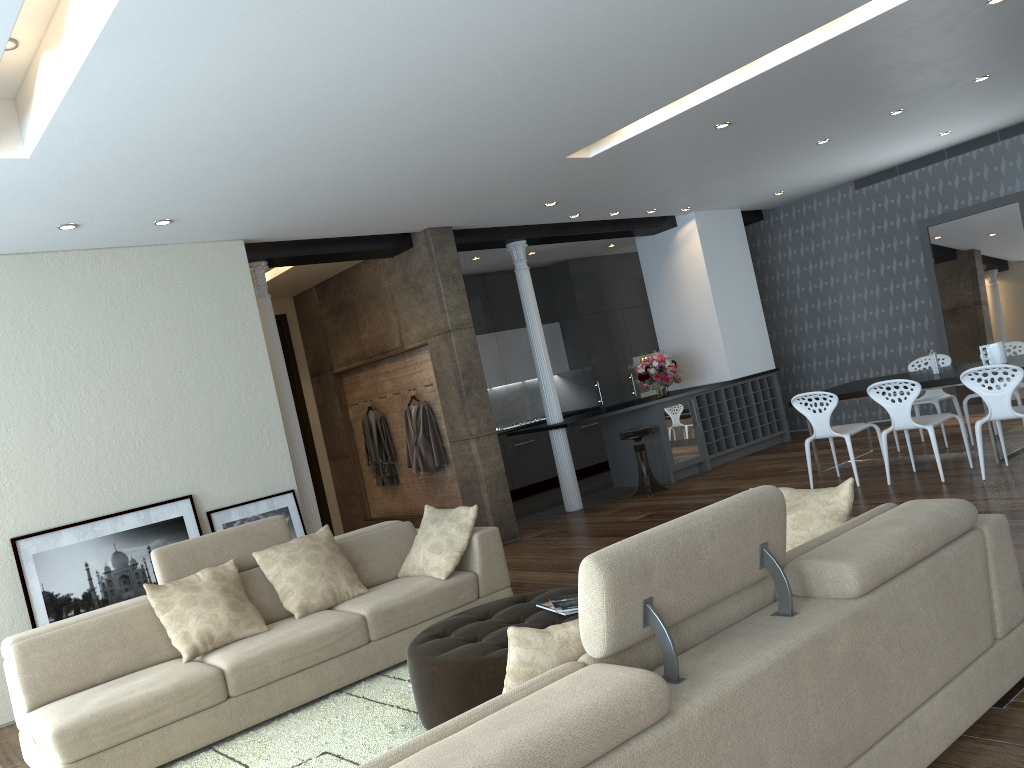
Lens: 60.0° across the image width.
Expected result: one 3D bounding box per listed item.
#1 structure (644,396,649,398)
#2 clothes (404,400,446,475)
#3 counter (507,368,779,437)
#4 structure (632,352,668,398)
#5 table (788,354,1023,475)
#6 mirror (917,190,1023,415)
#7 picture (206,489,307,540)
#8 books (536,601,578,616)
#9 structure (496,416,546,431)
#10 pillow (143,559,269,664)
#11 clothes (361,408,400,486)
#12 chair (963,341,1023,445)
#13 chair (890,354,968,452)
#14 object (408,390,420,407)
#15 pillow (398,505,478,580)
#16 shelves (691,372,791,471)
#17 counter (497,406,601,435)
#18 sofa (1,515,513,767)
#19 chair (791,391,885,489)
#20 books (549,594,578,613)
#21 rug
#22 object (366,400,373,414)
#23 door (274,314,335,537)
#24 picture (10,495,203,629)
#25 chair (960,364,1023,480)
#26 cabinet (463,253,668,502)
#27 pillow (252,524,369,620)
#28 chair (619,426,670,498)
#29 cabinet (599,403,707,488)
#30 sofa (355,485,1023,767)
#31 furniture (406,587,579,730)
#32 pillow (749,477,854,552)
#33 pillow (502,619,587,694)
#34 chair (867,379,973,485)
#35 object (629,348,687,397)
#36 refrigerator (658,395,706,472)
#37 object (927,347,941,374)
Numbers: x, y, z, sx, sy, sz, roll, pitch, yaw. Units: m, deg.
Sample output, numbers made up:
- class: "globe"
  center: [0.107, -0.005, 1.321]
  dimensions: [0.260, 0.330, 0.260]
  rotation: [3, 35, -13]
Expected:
- class: "structure"
  center: [2.003, 0.486, 13.232]
  dimensions: [0.595, 0.596, 0.591]
  rotation: [-12, 0, -39]
- class: "clothes"
  center: [-0.916, 0.539, 8.848]
  dimensions: [0.173, 0.735, 0.700]
  rotation: [-12, -1, -41]
- class: "counter"
  center: [1.655, 0.183, 10.397]
  dimensions: [3.700, 0.040, 1.000]
  rotation: [-12, 0, -39]
- class: "structure"
  center: [1.875, -0.101, 13.236]
  dimensions: [0.595, 0.596, 0.591]
  rotation: [-12, 0, -39]
- class: "table"
  center: [4.130, 0.184, 7.276]
  dimensions: [1.200, 0.733, 3.400]
  rotation: [-12, 0, -39]
- class: "mirror"
  center: [5.282, -0.849, 9.832]
  dimensions: [0.240, 2.294, 1.200]
  rotation: [-12, 0, -39]
- class: "picture"
  center: [-1.819, 1.353, 6.662]
  dimensions: [0.700, 0.988, 0.195]
  rotation: [-12, 0, -39]
- class: "books"
  center: [0.269, 1.002, 4.022]
  dimensions: [0.219, 0.031, 0.300]
  rotation: [-12, 0, -24]
- class: "structure"
  center: [0.100, 0.546, 11.813]
  dimensions: [0.900, 0.066, 0.520]
  rotation: [-12, 0, -39]
- class: "pillow"
  center: [-1.635, 1.200, 4.757]
  dimensions: [0.519, 0.416, 0.368]
  rotation: [-12, -1, -44]
- class: "clothes"
  center: [-1.456, 0.689, 9.551]
  dimensions: [0.141, 0.855, 0.569]
  rotation: [-12, 0, -39]
- class: "chair"
  center: [4.430, 0.070, 8.003]
  dimensions: [0.581, 0.835, 0.495]
  rotation: [-12, 0, -39]
- class: "chair"
  center: [3.998, 0.169, 8.548]
  dimensions: [0.581, 0.835, 0.495]
  rotation: [-12, 0, -39]
- class: "object"
  center: [-0.982, 0.156, 8.851]
  dimensions: [0.010, 0.219, 0.430]
  rotation: [-12, 0, -39]
- class: "pillow"
  center: [-0.443, 0.955, 5.456]
  dimensions: [0.395, 0.393, 0.518]
  rotation: [-12, -1, -43]
- class: "shelves"
  center: [2.514, 0.479, 11.024]
  dimensions: [1.700, 0.897, 0.900]
  rotation: [-12, 0, -39]
- class: "counter"
  center: [-0.360, 0.757, 11.464]
  dimensions: [3.597, 0.223, 0.807]
  rotation: [-12, 0, -39]
- class: "sofa"
  center: [-1.328, 1.256, 4.989]
  dimensions: [2.581, 0.950, 1.021]
  rotation: [-12, 0, -39]
- class: "chair"
  center: [2.763, 0.432, 7.557]
  dimensions: [0.581, 0.835, 0.495]
  rotation: [-12, 0, -39]
- class: "books"
  center: [0.293, 0.989, 4.025]
  dimensions: [0.220, 0.040, 0.301]
  rotation: [-12, 0, -4]
- class: "rug"
  center: [-0.551, 1.551, 3.448]
  dimensions: [4.231, 0.020, 2.972]
  rotation: [-12, 0, -39]
- class: "object"
  center: [-1.528, 0.281, 9.559]
  dimensions: [0.010, 0.219, 0.430]
  rotation: [-12, 0, -39]
- class: "door"
  center: [-2.788, 0.656, 10.060]
  dimensions: [1.037, 2.814, 0.246]
  rotation: [-12, 0, -39]
- class: "picture"
  center: [-2.602, 1.444, 6.008]
  dimensions: [1.183, 1.140, 0.225]
  rotation: [-12, 0, -39]
- class: "chair"
  center: [3.638, 0.233, 6.432]
  dimensions: [0.581, 0.835, 0.495]
  rotation: [-12, 0, -39]
- class: "cabinet"
  center: [0.942, -0.238, 12.664]
  dimensions: [7.409, 2.980, 0.827]
  rotation: [-12, 0, -39]
- class: "pillow"
  center: [-1.171, 1.090, 5.161]
  dimensions: [0.534, 0.439, 0.301]
  rotation: [-12, -1, -43]
- class: "chair"
  center: [2.838, 0.608, 6.351]
  dimensions: [16.134, 0.952, 21.556]
  rotation: [-12, 0, -39]
- class: "cabinet"
  center: [1.626, 0.668, 10.286]
  dimensions: [0.642, 0.897, 0.900]
  rotation: [-12, 0, -39]
- class: "sofa"
  center: [0.485, 0.843, 2.703]
  dimensions: [2.581, 0.950, 1.021]
  rotation: [-12, 0, -39]
- class: "furniture"
  center: [0.064, 1.229, 4.023]
  dimensions: [1.057, 0.355, 1.057]
  rotation: [-12, 0, -37]
- class: "pillow"
  center: [1.093, 0.605, 3.518]
  dimensions: [0.395, 0.393, 0.518]
  rotation: [-12, 0, -36]
- class: "pillow"
  center: [0.179, 0.786, 2.469]
  dimensions: [0.519, 0.416, 0.368]
  rotation: [-12, 0, -35]
- class: "chair"
  center: [3.191, 0.335, 7.009]
  dimensions: [0.581, 0.835, 0.495]
  rotation: [-12, 0, -39]
- class: "object"
  center: [1.699, -0.128, 10.360]
  dimensions: [0.544, 0.552, 0.570]
  rotation: [-12, 0, -33]
- class: "refrigerator"
  center: [1.901, 0.545, 9.969]
  dimensions: [0.578, 0.774, 0.075]
  rotation: [-12, 0, -35]
- class: "object"
  center: [3.637, -0.200, 7.667]
  dimensions: [0.076, 0.233, 0.161]
  rotation: [-13, 0, 32]
